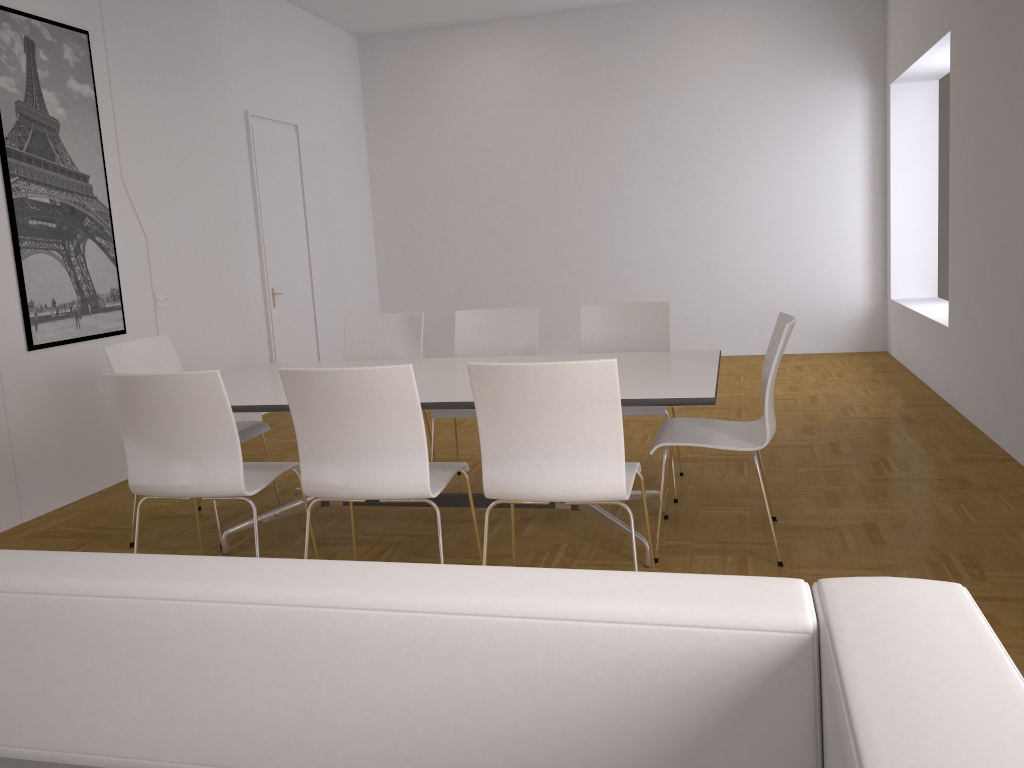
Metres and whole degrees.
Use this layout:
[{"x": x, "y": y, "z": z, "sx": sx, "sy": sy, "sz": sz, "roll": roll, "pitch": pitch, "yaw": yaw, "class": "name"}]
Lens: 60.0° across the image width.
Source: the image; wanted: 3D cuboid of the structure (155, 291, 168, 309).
[{"x": -2.283, "y": -0.547, "z": 5.778, "sx": 0.013, "sy": 0.104, "sz": 0.114, "roll": -2, "pitch": 9, "yaw": 14, "class": "structure"}]

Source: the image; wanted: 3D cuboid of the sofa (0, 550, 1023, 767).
[{"x": -0.771, "y": 0.751, "z": 1.107, "sx": 2.622, "sy": 0.846, "sz": 0.825, "roll": -1, "pitch": 9, "yaw": 14, "class": "sofa"}]

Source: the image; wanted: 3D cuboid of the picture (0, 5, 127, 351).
[{"x": -2.509, "y": -1.117, "z": 4.929, "sx": 0.016, "sy": 1.775, "sz": 0.789, "roll": -2, "pitch": 9, "yaw": 14, "class": "picture"}]

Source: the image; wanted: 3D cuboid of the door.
[{"x": -1.966, "y": -1.066, "z": 7.728, "sx": 0.132, "sy": 2.446, "sz": 0.874, "roll": -2, "pitch": 9, "yaw": 14, "class": "door"}]

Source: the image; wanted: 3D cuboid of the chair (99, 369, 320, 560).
[{"x": -1.143, "y": 0.373, "z": 3.379, "sx": 0.561, "sy": 0.928, "sz": 0.577, "roll": -1, "pitch": 9, "yaw": 14, "class": "chair"}]

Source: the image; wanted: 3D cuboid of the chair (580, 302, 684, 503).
[{"x": 0.565, "y": 0.073, "z": 4.530, "sx": 0.561, "sy": 0.928, "sz": 0.577, "roll": -1, "pitch": 9, "yaw": 14, "class": "chair"}]

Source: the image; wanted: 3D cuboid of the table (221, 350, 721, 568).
[{"x": -0.298, "y": 0.322, "z": 3.974, "sx": 2.410, "sy": 0.720, "sz": 1.215, "roll": -1, "pitch": 9, "yaw": 14, "class": "table"}]

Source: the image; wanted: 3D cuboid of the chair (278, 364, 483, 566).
[{"x": -0.464, "y": 0.358, "z": 3.205, "sx": 0.561, "sy": 0.928, "sz": 0.577, "roll": -1, "pitch": 9, "yaw": 14, "class": "chair"}]

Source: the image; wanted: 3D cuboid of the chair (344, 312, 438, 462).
[{"x": -0.754, "y": 0.102, "z": 4.868, "sx": 0.561, "sy": 0.928, "sz": 0.577, "roll": -1, "pitch": 9, "yaw": 14, "class": "chair"}]

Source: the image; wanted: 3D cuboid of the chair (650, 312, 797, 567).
[{"x": 0.874, "y": 0.200, "z": 3.640, "sx": 0.575, "sy": 0.928, "sz": 0.563, "roll": -1, "pitch": 9, "yaw": 14, "class": "chair"}]

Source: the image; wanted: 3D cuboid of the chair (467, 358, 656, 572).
[{"x": 0.176, "y": 0.344, "z": 3.041, "sx": 0.561, "sy": 0.928, "sz": 0.577, "roll": -1, "pitch": 9, "yaw": 14, "class": "chair"}]

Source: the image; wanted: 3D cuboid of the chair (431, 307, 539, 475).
[{"x": -0.115, "y": 0.088, "z": 4.704, "sx": 0.561, "sy": 0.928, "sz": 0.577, "roll": -1, "pitch": 9, "yaw": 14, "class": "chair"}]

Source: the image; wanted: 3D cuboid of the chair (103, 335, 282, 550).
[{"x": -1.535, "y": 0.246, "z": 4.255, "sx": 0.575, "sy": 0.928, "sz": 0.563, "roll": -1, "pitch": 9, "yaw": 14, "class": "chair"}]
